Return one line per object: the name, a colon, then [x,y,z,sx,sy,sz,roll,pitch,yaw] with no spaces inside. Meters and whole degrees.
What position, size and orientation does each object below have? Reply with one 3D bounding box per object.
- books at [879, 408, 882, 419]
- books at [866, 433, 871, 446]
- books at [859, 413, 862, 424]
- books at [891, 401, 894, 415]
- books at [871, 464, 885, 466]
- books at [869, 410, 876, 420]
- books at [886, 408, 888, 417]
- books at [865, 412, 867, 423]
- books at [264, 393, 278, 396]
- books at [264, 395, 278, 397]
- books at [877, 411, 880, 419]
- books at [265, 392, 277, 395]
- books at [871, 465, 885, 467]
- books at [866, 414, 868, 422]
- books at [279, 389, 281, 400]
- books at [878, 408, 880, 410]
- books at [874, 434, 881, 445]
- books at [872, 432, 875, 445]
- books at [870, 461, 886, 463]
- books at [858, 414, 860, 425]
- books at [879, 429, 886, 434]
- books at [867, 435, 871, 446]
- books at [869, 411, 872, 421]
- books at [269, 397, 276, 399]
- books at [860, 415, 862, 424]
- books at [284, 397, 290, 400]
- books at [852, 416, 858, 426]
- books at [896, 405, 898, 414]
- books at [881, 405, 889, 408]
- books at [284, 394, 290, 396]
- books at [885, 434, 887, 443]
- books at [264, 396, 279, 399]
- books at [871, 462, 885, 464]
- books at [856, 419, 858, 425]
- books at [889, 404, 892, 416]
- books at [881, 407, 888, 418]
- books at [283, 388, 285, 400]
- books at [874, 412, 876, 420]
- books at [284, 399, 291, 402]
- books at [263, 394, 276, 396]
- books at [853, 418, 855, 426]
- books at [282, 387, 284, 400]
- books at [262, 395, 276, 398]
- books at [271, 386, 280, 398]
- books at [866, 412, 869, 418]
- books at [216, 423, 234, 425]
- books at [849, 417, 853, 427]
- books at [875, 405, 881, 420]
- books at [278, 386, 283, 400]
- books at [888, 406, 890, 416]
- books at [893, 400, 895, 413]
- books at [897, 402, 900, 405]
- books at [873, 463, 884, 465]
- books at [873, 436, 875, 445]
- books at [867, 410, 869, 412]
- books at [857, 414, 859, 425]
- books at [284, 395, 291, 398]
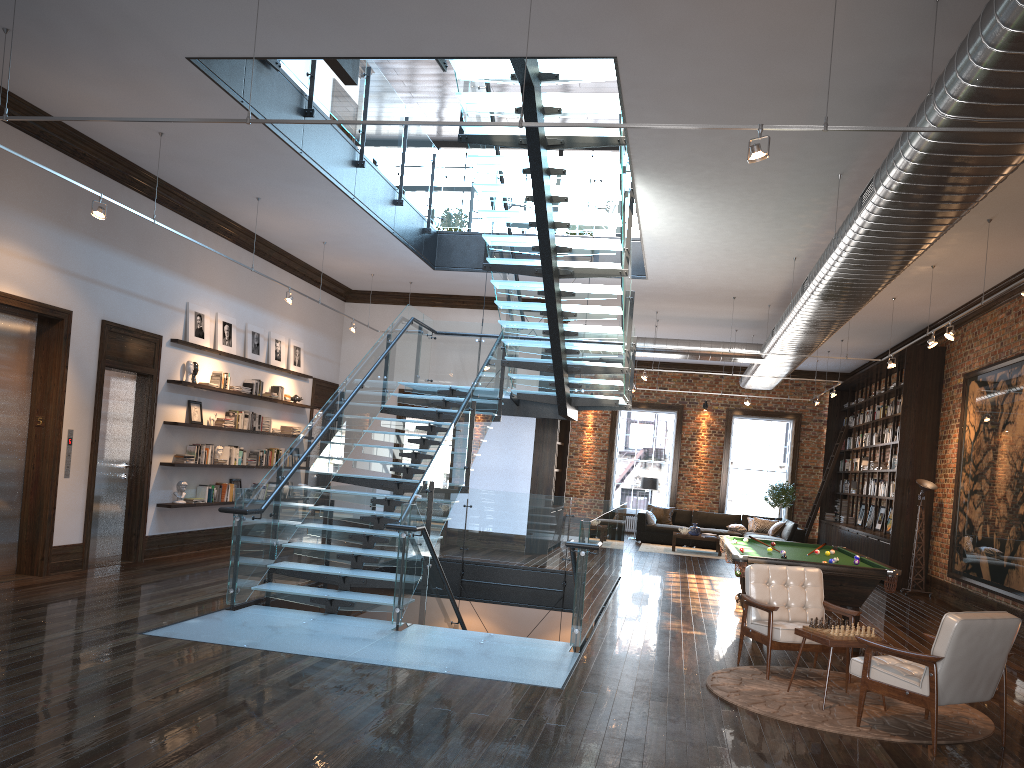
books: [7.444,0.607,17.708,0.191,0.239,0.008,4,0,11]
books: [7.630,1.199,18.827,0.174,0.302,0.067,5,-1,11]
books: [7.845,0.799,19.802,0.163,0.297,0.029,5,0,11]
books: [7.274,0.479,16.768,0.183,0.299,0.018,4,0,11]
books: [7.392,1.628,17.895,0.282,0.010,0.170,4,-5,10]
books: [7.653,0.693,18.747,0.176,0.288,0.030,4,0,11]
books: [7.350,0.567,17.154,0.183,0.206,0.053,4,-1,11]
books: [7.730,0.745,19.173,0.172,0.273,0.059,4,-1,11]
books: [-3.638,0.158,13.369,0.118,0.012,0.206,3,-5,16]
books: [-3.641,0.182,13.369,0.143,0.013,0.227,4,-5,11]
books: [7.486,0.651,17.948,0.193,0.202,0.027,4,0,11]
books: [-3.636,0.143,13.384,0.116,0.021,0.193,4,-5,6]
books: [7.389,1.655,17.891,0.235,0.014,0.166,4,-5,11]
books: [7.673,0.757,18.947,0.187,0.200,0.030,4,0,11]
books: [-3.596,0.156,13.510,0.162,0.164,0.013,4,0,11]
books: [7.501,0.621,17.979,0.179,0.270,0.011,4,0,11]
books: [7.417,1.123,17.788,0.272,0.241,0.083,4,-1,11]
books: [7.507,1.145,18.232,0.190,0.284,0.013,4,0,11]
books: [7.397,1.579,17.898,0.285,0.012,0.160,4,-5,7]
books: [7.862,0.818,19.865,0.183,0.274,0.013,4,0,11]
books: [7.456,1.081,17.843,0.155,0.334,0.014,5,0,11]
books: [7.586,1.207,18.662,0.191,0.249,0.024,4,0,11]
books: [7.640,0.705,18.695,0.185,0.253,0.030,4,0,11]
books: [-3.636,0.217,13.369,0.142,0.012,0.225,4,-5,11]
books: [7.843,0.815,19.743,0.178,0.254,0.036,4,0,11]
books: [-3.553,0.225,13.790,0.154,0.028,0.192,4,-5,6]
books: [7.963,0.879,20.483,0.190,0.279,0.017,4,0,11]
books: [7.246,0.505,16.568,0.187,0.208,0.052,4,-1,11]
books: [7.470,0.582,17.731,0.180,0.298,0.009,4,0,11]
books: [-3.554,0.163,13.766,0.135,0.014,0.216,4,-5,11]
books: [7.305,1.069,17.142,0.181,0.207,0.030,4,0,11]
books: [-3.634,0.205,13.365,0.162,0.011,0.231,4,-5,11]
books: [7.395,1.597,17.897,0.242,0.015,0.165,4,-5,14]
books: [7.965,0.907,20.332,0.136,0.202,0.086,4,-1,11]
books: [7.302,0.515,16.917,0.184,0.258,0.032,4,0,11]
books: [7.433,0.588,17.585,0.190,0.254,0.062,4,-1,11]
books: [-3.580,0.154,13.649,0.152,0.195,0.013,4,0,11]
books: [7.633,0.700,18.506,0.137,0.229,0.066,5,-1,11]
books: [-3.557,0.253,13.796,0.143,0.028,0.236,4,-5,11]
books: [-3.642,0.168,13.355,0.134,0.011,0.255,4,-5,11]
books: [7.953,0.904,20.403,0.173,0.213,0.025,4,0,11]
books: [-3.585,0.142,13.607,0.155,0.210,0.015,4,0,11]
books: [-3.656,0.192,13.365,0.115,0.011,0.241,4,-5,11]
books: [-3.607,0.135,13.488,0.135,0.200,0.011,4,0,11]
books: [7.696,0.731,19.007,0.191,0.266,0.016,4,0,11]
books: [-3.918,0.543,12.066,0.142,0.011,0.257,4,-5,13]
books: [7.984,0.914,20.696,0.234,0.252,0.028,4,0,11]
books: [7.536,0.608,18.121,0.186,0.328,0.069,5,0,11]
books: [-3.589,0.139,13.556,0.161,0.207,0.012,4,0,11]
books: [7.338,0.546,17.074,0.173,0.229,0.014,4,0,11]
books: [7.276,0.468,16.696,0.182,0.307,0.009,5,0,11]
books: [7.255,0.474,16.622,0.180,0.278,0.009,4,0,11]
books: [7.395,1.614,17.903,0.196,0.019,0.174,3,-5,16]
books: [7.507,1.173,18.171,0.190,0.216,0.031,4,0,11]
books: [7.738,0.721,19.133,0.166,0.315,0.016,5,0,11]
books: [7.880,0.825,19.958,0.187,0.279,0.028,4,0,11]
books: [-3.556,0.185,13.785,0.143,0.028,0.220,3,-5,16]
